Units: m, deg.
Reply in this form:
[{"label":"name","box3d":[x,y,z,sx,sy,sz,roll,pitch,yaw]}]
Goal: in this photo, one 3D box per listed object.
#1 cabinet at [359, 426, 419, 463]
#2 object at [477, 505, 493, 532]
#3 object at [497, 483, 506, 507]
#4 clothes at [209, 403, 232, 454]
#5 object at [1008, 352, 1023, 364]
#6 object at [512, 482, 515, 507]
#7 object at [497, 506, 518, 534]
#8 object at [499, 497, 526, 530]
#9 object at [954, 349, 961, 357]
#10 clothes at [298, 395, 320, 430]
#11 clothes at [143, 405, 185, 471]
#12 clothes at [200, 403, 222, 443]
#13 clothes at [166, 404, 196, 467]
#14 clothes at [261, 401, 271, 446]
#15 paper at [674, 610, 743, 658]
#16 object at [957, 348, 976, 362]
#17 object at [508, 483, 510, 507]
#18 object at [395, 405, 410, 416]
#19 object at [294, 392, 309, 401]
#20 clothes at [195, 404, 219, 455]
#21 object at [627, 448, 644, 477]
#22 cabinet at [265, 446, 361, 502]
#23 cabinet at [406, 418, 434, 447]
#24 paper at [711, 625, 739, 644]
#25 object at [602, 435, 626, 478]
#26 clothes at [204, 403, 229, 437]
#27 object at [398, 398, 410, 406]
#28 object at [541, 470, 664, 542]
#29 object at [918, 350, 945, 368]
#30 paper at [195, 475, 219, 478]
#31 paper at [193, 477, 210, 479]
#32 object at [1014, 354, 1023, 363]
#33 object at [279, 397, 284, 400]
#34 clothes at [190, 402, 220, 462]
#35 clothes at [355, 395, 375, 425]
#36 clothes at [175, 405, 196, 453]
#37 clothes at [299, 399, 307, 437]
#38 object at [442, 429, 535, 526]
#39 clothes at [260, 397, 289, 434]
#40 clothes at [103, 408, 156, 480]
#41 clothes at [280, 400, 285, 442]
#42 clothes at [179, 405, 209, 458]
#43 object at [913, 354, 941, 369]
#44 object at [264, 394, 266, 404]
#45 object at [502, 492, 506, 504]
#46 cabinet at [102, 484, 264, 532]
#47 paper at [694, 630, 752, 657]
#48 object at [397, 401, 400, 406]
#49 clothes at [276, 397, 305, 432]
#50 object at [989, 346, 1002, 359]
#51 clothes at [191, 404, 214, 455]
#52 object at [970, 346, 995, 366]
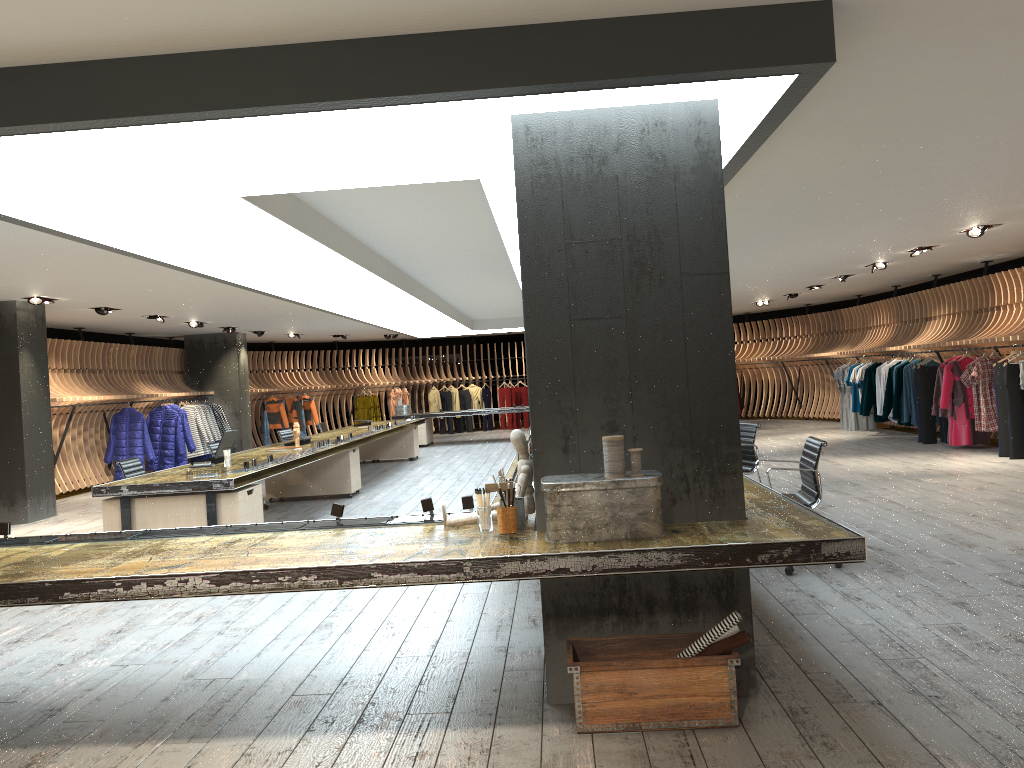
[{"label":"cabinet","box3d":[-2.393,1.161,17.006,1.131,0.630,0.593,-4,0,3]},{"label":"object","box3d":[-0.119,0.586,3.868,0.061,0.111,0.061,-4,-1,-9]},{"label":"object","box3d":[-0.029,0.522,3.772,0.054,0.207,0.008,-3,-1,-14]},{"label":"clothes","box3d":[-6.198,0.972,18.481,0.799,1.186,0.191,-4,-1,3]},{"label":"object","box3d":[6.443,-0.385,10.973,0.549,0.243,0.023,-4,-1,39]},{"label":"object","box3d":[0.004,0.520,3.779,0.008,0.207,0.054,-3,-1,-32]},{"label":"object","box3d":[-0.021,0.576,3.785,0.084,0.111,0.083,-4,0,-10]},{"label":"object","box3d":[0.003,0.571,3.904,0.108,0.128,0.108,-4,0,18]},{"label":"object","box3d":[6.540,-0.385,13.011,0.525,0.270,0.012,-4,-1,3]},{"label":"clothes","box3d":[-5.217,0.723,22.460,0.839,0.881,0.201,-4,-1,33]},{"label":"clothes","box3d":[-6.538,1.022,16.446,0.880,1.261,0.242,-4,-1,-1]},{"label":"clothes","box3d":[-6.235,0.921,17.931,0.752,1.062,0.128,-4,-1,1]},{"label":"clothes","box3d":[-6.374,1.003,16.580,0.883,1.246,0.249,-4,-1,0]},{"label":"clothes","box3d":[-5.855,1.122,21.158,0.200,1.422,0.308,-3,-1,-20]},{"label":"paper","box3d":[0.628,1.116,3.495,0.572,0.460,0.043,-4,-1,20]},{"label":"object","box3d":[6.551,-0.385,12.765,0.525,0.270,0.012,-4,-1,13]},{"label":"object","box3d":[-0.012,0.522,3.768,0.008,0.207,0.054,-3,-1,-10]},{"label":"object","box3d":[-2.528,0.610,20.532,0.303,0.239,0.498,-4,0,3]},{"label":"object","box3d":[-5.368,0.317,22.235,0.549,0.243,0.023,-4,-1,-21]},{"label":"clothes","box3d":[-6.243,0.923,17.752,0.752,1.062,0.128,-4,-1,1]},{"label":"object","box3d":[0.497,0.314,3.551,0.062,0.109,0.062,-3,-1,-27]},{"label":"cabinet","box3d":[-2.640,1.198,11.806,1.131,0.630,0.593,-4,0,3]},{"label":"cabinet","box3d":[-2.212,1.135,20.703,0.593,0.630,1.131,-4,0,3]},{"label":"paper","box3d":[0.635,1.142,3.554,0.624,0.290,0.041,-4,-1,-16]},{"label":"object","box3d":[0.415,0.312,3.659,0.088,0.204,0.262,-4,0,1]},{"label":"clothes","box3d":[-6.198,0.973,18.293,0.807,1.187,0.191,-4,-1,3]},{"label":"object","box3d":[-2.504,0.429,20.478,0.262,0.204,0.088,-4,-1,1]},{"label":"object","box3d":[0.370,0.495,3.621,0.497,0.239,0.303,-4,0,3]},{"label":"object","box3d":[6.579,-0.389,13.798,0.525,0.270,0.012,-4,-1,8]},{"label":"paper","box3d":[-2.525,0.766,7.334,0.176,0.004,0.130,-4,0,9]},{"label":"paper","box3d":[-2.538,0.771,7.330,0.176,0.003,0.130,-4,0,1]},{"label":"object","box3d":[6.439,-0.381,10.877,0.549,0.250,0.023,-4,-1,4]},{"label":"object","box3d":[-5.654,0.337,21.715,0.023,0.243,0.549,-4,0,-1]},{"label":"clothes","box3d":[-6.349,0.997,18.141,0.885,1.239,0.245,-4,-1,0]},{"label":"clothes","box3d":[-3.952,0.818,23.783,0.664,1.045,0.168,-4,-1,34]},{"label":"clothes","box3d":[-6.444,1.009,16.762,0.885,1.239,0.245,-4,-1,0]},{"label":"clothes","box3d":[-5.326,1.085,22.223,0.309,1.422,0.200,-3,-1,-25]},{"label":"object","box3d":[-0.114,0.434,4.107,0.431,0.429,0.195,-4,-1,-2]},{"label":"clothes","box3d":[-5.781,0.763,21.469,0.839,0.881,0.201,-4,-1,18]},{"label":"clothes","box3d":[-6.526,1.021,15.051,0.885,1.239,0.245,-4,-1,0]},{"label":"clothes","box3d":[-5.606,1.104,21.698,0.200,1.422,0.309,-4,-1,-5]},{"label":"clothes","box3d":[-6.267,0.926,17.255,0.752,1.062,0.128,-4,-1,1]},{"label":"object","box3d":[6.598,-0.391,13.978,0.525,0.270,0.012,-4,-1,28]},{"label":"object","box3d":[-5.902,0.354,21.162,0.023,0.243,0.549,-3,0,-16]},{"label":"object","box3d":[-0.029,0.546,3.817,0.018,0.158,0.011,-4,-1,20]},{"label":"cabinet","box3d":[-2.738,1.221,7.467,1.131,0.630,0.593,-4,0,3]},{"label":"paper","box3d":[0.592,1.146,3.532,0.723,0.365,0.047,-4,-1,22]},{"label":"object","box3d":[-2.611,0.443,20.397,0.062,0.109,0.062,-3,-1,-31]},{"label":"clothes","box3d":[-5.479,0.744,21.947,0.839,0.881,0.201,-4,-1,23]},{"label":"object","box3d":[6.482,-0.370,11.906,0.524,0.286,0.015,-4,-1,-12]},{"label":"clothes","box3d":[-6.256,0.924,17.490,0.752,1.062,0.128,-4,-1,1]},{"label":"object","box3d":[6.498,-0.379,12.119,0.525,0.270,0.012,-4,-1,3]}]
